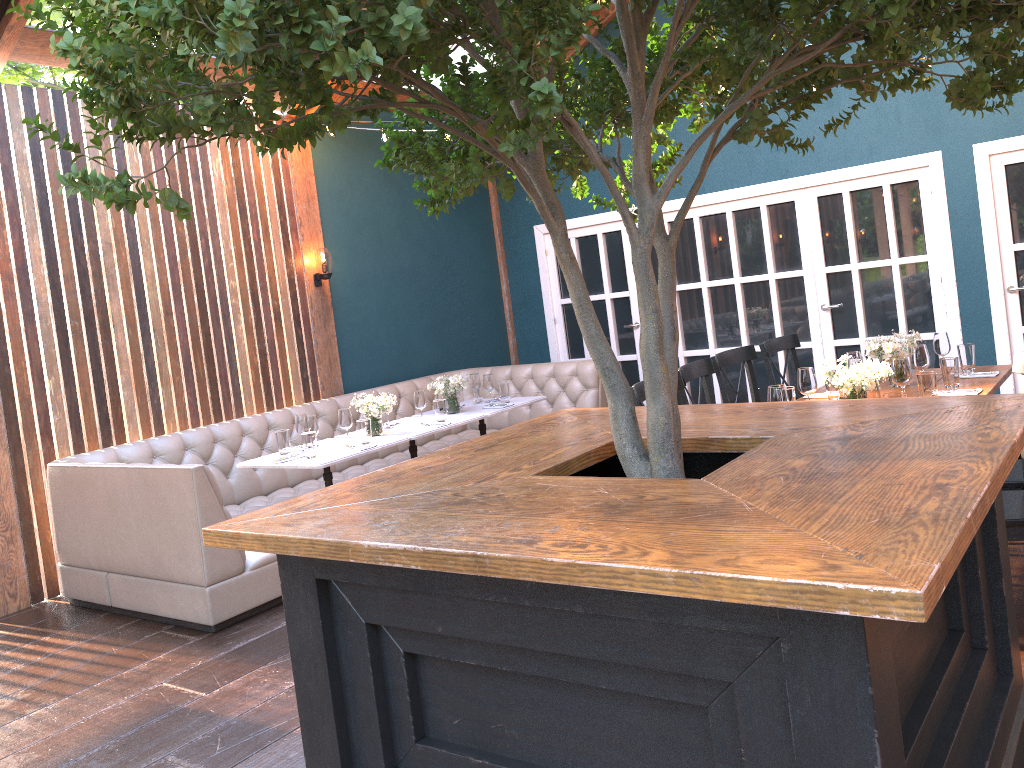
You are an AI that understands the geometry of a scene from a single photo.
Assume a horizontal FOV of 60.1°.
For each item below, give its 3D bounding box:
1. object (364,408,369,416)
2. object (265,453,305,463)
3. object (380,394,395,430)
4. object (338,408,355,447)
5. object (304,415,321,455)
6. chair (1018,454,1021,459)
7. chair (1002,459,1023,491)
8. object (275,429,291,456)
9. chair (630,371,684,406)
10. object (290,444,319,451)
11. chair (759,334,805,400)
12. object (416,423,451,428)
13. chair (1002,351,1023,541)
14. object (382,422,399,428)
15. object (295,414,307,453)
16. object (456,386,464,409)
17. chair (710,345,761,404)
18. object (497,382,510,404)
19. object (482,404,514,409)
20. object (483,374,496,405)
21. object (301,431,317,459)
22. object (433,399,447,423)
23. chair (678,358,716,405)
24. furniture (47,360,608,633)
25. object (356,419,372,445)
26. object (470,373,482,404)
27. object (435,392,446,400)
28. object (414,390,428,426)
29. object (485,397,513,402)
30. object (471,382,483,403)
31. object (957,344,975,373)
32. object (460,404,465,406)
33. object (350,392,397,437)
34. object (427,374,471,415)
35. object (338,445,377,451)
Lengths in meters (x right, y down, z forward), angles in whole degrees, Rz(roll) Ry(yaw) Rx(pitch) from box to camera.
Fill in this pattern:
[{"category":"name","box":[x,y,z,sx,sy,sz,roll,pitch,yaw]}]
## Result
[{"category":"object","box":[-1.015,0.256,6.370,0.091,0.158,0.092,-6,3,23]},{"category":"object","box":[-1.399,0.460,5.525,0.157,0.019,0.257,-3,7,37]},{"category":"object","box":[-0.895,0.199,6.350,0.092,0.244,0.092,-8,2,-5]},{"category":"object","box":[-1.074,0.283,5.739,0.092,0.244,0.092,-8,2,-5]},{"category":"object","box":[-1.261,0.322,5.582,0.092,0.244,0.092,-8,2,-5]},{"category":"chair","box":[2.550,0.238,4.344,0.538,1.018,0.480,-5,3,42]},{"category":"chair","box":[2.222,0.325,3.893,0.538,1.018,0.480,-5,3,37]},{"category":"object","box":[-1.479,0.379,5.730,0.091,0.158,0.092,-6,3,23]},{"category":"chair","box":[0.905,0.468,4.174,0.538,1.018,0.480,-5,3,37]},{"category":"object","box":[-1.397,0.421,5.907,0.254,0.019,0.158,-3,7,37]},{"category":"chair","box":[1.901,0.206,5.517,0.538,1.018,0.480,-5,3,42]},{"category":"object","box":[-0.562,0.285,6.187,0.254,0.019,0.158,-3,7,37]},{"category":"chair","box":[1.869,0.416,3.440,0.538,1.018,0.480,-6,3,20]},{"category":"object","box":[-0.941,0.300,6.535,0.254,0.019,0.158,-3,7,37]},{"category":"object","box":[-1.351,0.319,5.737,0.092,0.244,0.092,-8,2,-5]},{"category":"object","box":[-0.428,0.074,6.998,0.092,0.244,0.092,-8,2,-11]},{"category":"chair","box":[1.509,0.297,5.113,0.538,1.018,0.480,-5,3,42]},{"category":"object","box":[-0.059,0.071,6.982,0.091,0.158,0.092,-6,3,23]},{"category":"object","box":[-0.124,0.167,6.805,0.254,0.019,0.158,-3,7,37]},{"category":"object","box":[-0.176,0.045,6.960,0.092,0.244,0.092,-8,2,-11]},{"category":"object","box":[-1.241,0.377,5.441,0.091,0.158,0.092,-6,3,23]},{"category":"object","box":[-0.512,0.193,6.345,0.091,0.158,0.092,-6,3,23]},{"category":"chair","box":[1.194,0.383,4.654,0.538,1.018,0.480,-6,3,32]},{"category":"furniture","box":[-1.021,0.558,6.597,1.704,0.857,4.185,-4,7,36]},{"category":"object","box":[-0.953,0.311,5.736,0.091,0.158,0.092,-6,3,23]},{"category":"object","box":[-0.290,0.038,7.180,0.092,0.244,0.092,-8,2,-11]},{"category":"object","box":[-0.554,0.134,6.990,0.091,0.158,0.092,-6,3,23]},{"category":"object","box":[-0.652,0.169,6.332,0.092,0.244,0.092,-8,2,-5]},{"category":"object","box":[-0.121,0.124,7.238,0.157,0.019,0.257,-3,7,37]},{"category":"object","box":[-0.286,0.070,7.290,0.091,0.158,0.092,-6,3,23]},{"category":"object","box":[2.623,-0.148,5.102,0.092,0.158,0.091,-9,3,-27]},{"category":"object","box":[-0.484,0.180,7.153,0.254,0.019,0.158,-3,7,37]},{"category":"object","box":[-0.946,0.199,6.090,0.329,0.309,0.337,-8,4,-11]},{"category":"object","box":[-0.472,0.070,6.769,0.336,0.309,0.330,-7,4,2]},{"category":"object","box":[-0.992,0.400,5.589,0.254,0.019,0.158,-3,7,37]}]
